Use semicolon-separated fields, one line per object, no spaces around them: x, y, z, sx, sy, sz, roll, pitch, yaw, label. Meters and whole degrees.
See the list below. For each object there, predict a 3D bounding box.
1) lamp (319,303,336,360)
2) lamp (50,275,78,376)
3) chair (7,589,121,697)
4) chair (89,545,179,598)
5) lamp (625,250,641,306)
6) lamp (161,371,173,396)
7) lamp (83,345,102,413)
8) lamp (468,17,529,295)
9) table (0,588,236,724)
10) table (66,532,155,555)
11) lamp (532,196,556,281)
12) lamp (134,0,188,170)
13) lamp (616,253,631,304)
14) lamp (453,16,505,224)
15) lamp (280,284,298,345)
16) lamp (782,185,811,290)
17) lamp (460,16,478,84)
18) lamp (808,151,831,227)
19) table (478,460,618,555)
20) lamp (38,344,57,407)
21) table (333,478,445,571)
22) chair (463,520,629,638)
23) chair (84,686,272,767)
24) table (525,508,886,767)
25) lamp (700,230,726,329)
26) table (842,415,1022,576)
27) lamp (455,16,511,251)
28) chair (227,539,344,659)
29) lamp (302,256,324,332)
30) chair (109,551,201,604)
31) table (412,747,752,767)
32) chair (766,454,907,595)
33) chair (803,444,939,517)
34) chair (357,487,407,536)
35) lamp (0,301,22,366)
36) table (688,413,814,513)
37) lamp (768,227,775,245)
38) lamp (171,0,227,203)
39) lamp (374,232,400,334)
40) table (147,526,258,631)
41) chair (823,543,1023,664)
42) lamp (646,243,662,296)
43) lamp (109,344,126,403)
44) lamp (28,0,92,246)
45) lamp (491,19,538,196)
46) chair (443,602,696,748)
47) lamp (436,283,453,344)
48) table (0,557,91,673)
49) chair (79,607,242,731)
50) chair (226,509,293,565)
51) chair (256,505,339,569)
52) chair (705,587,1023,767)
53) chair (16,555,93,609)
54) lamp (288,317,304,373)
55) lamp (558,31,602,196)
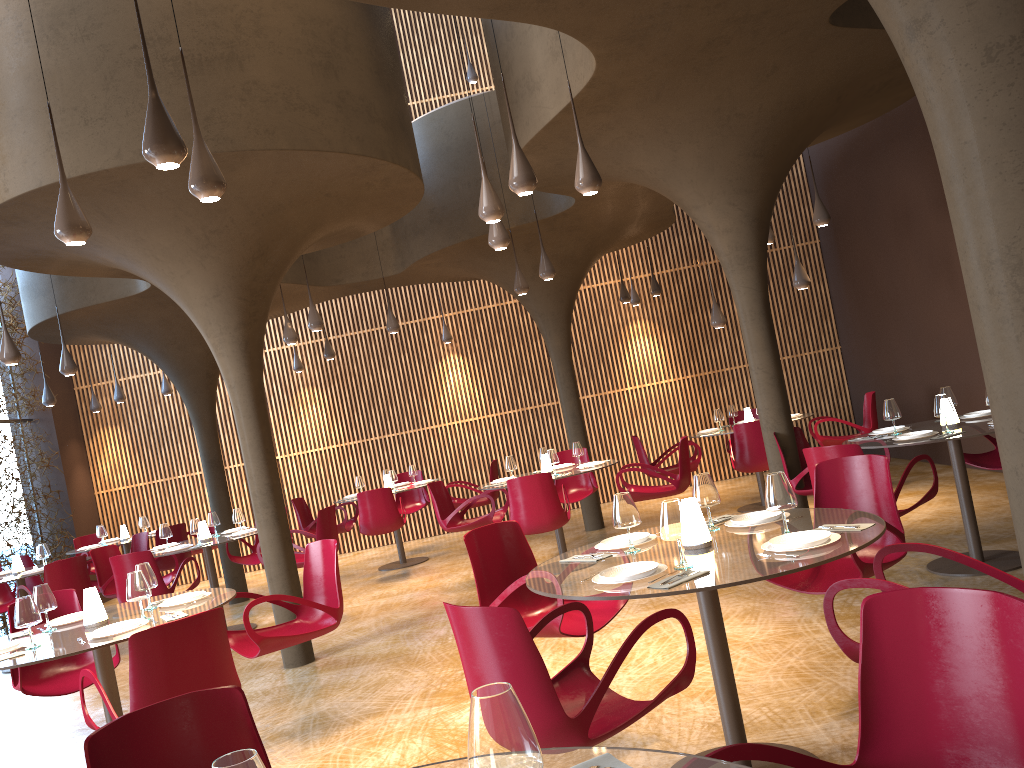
-3.560;-3.478;14.446;0.196;6.276;0.195;-11;0;16;lamp
-5.728;-3.179;10.282;0.195;6.276;0.196;-11;0;-44;lamp
-3.197;1.816;6.237;0.623;0.636;0.875;-10;-1;-36;chair
-4.565;2.218;10.643;0.874;0.636;0.624;-11;-1;16;chair
1.567;-4.452;15.506;0.196;6.276;0.195;-11;0;26;lamp
-6.473;-2.886;15.124;0.195;6.276;0.196;-11;0;-14;lamp
-7.935;-2.582;15.656;0.196;6.276;0.195;-11;0;26;lamp
-0.470;-4.189;10.992;0.196;6.276;0.195;-11;0;36;lamp
-2.456;2.044;5.472;1.668;1.130;1.676;-10;-2;-36;table
-5.861;2.962;13.686;1.677;1.130;1.668;-12;-2;43;table
-0.186;-4.271;10.137;0.196;6.276;0.195;-11;0;36;lamp
-2.168;-4.067;4.038;0.196;6.276;0.195;-11;0;36;lamp
1.286;-4.422;14.687;0.196;6.276;0.195;-11;0;16;lamp
-0.741;-4.272;6.531;0.196;6.276;0.195;-11;0;26;lamp
-3.446;-3.591;11.444;0.196;6.276;0.195;-11;0;36;lamp
2.723;-4.166;10.153;0.195;6.276;0.196;-11;0;-44;lamp
-0.853;-6.068;14.641;0.195;2.224;0.196;-11;0;-24;lamp
2.951;-4.887;10.142;0.195;6.276;0.196;-11;0;-44;lamp
0.529;1.608;10.406;1.675;1.130;1.670;-12;-1;20;table
-7.467;-2.749;13.189;0.196;6.276;0.195;-11;0;26;lamp
-1.722;2.136;13.218;1.673;1.130;1.671;-11;-1;10;table
0.170;1.122;5.141;0.623;0.636;0.875;-10;-1;-44;chair
-0.767;1.221;2.346;0.623;0.636;0.875;-10;-1;-36;chair
0.993;1.329;4.215;1.668;1.130;1.677;-10;-2;-38;table
1.987;-3.780;11.077;0.195;6.276;0.196;-11;0;-44;lamp
3.647;0.897;7.142;1.668;1.130;1.676;-10;-1;-31;table
-0.700;-4.245;7.670;0.196;6.276;0.195;-11;0;36;lamp
-1.588;1.499;6.190;0.870;0.636;0.626;-10;-1;-41;chair
-2.941;-3.715;10.631;0.196;6.276;0.195;-11;0;36;lamp
-3.771;2.022;9.313;0.625;0.636;0.872;-11;-1;6;chair
-0.078;1.451;1.323;1.668;1.130;1.676;-10;-1;-30;table
1.824;0.794;5.038;0.870;0.636;0.626;-10;-1;-44;chair
2.571;0.690;6.445;0.870;0.636;0.626;-10;-1;-37;chair
-1.792;1.717;12.059;0.625;0.636;0.873;-11;-1;-4;chair
-5.514;-3.269;8.712;0.195;6.276;0.196;-11;0;-44;lamp
3.332;1.106;12.007;1.675;1.130;1.670;-12;-1;21;table
2.515;-4.781;10.809;0.195;6.276;0.196;-11;0;-44;lamp
-2.185;-4.045;4.656;0.196;6.276;0.196;-11;0;6;lamp
-2.258;-3.794;12.443;0.196;6.276;0.195;-11;0;16;lamp
-3.504;2.401;10.455;1.675;1.130;1.670;-12;-1;20;table
1.727;0.763;3.401;0.875;0.636;0.623;-12;-1;41;chair
1.761;-4.521;14.499;0.196;6.276;0.195;-11;0;16;lamp
-7.117;-2.770;14.766;0.196;6.276;0.195;-11;0;26;lamp
-3.049;-3.866;4.980;0.196;6.276;0.196;-11;0;6;lamp
-0.516;-4.336;5.869;0.195;6.276;0.196;-11;0;-14;lamp
0.202;1.065;3.501;0.870;0.636;0.626;-10;-1;-39;chair
-1.729;-3.802;15.612;0.196;6.276;0.195;-11;0;16;lamp
-6.027;2.914;11.034;1.677;1.130;1.668;-12;-2;43;table
-1.771;1.484;4.512;0.623;0.636;0.875;-10;-1;-41;chair
-3.265;1.993;11.612;0.625;0.636;0.872;-11;-1;11;chair
-2.400;1.779;10.172;0.873;0.636;0.624;-11;-1;11;chair
0.856;0.892;2.009;0.870;0.636;0.626;-10;-1;-36;chair
-5.220;2.333;10.188;0.875;0.636;0.623;-12;-1;41;chair
-4.346;-3.289;15.590;0.196;6.276;0.195;-11;0;26;lamp
-0.054;-4.416;6.235;0.195;6.276;0.196;-11;0;-14;lamp
